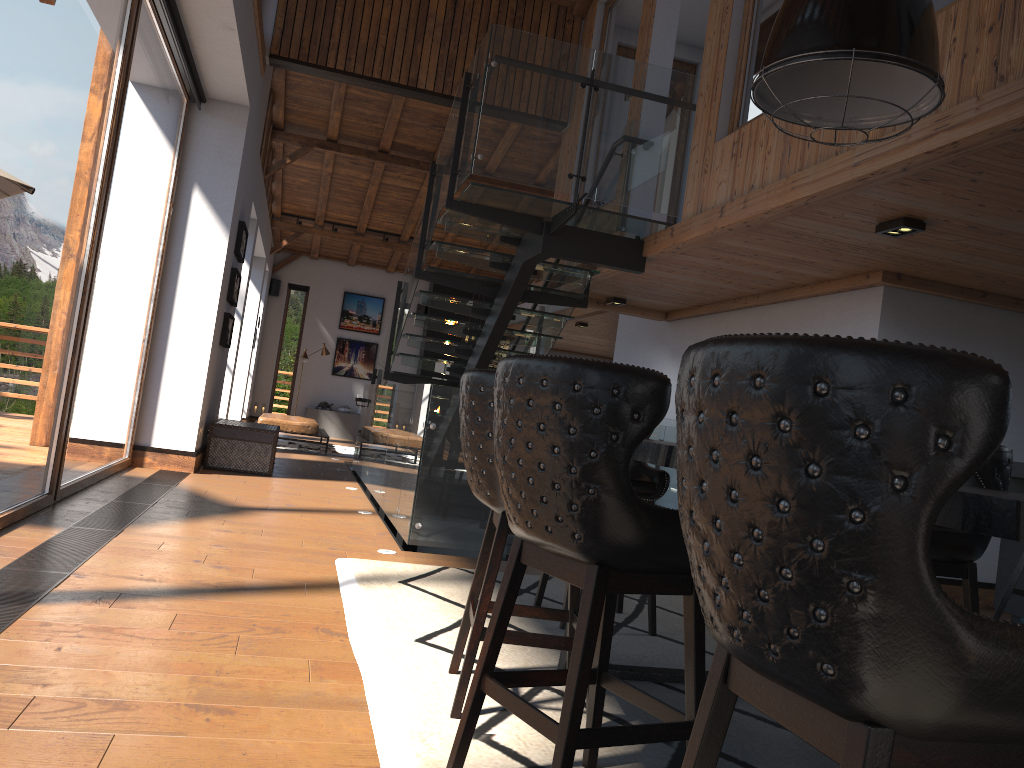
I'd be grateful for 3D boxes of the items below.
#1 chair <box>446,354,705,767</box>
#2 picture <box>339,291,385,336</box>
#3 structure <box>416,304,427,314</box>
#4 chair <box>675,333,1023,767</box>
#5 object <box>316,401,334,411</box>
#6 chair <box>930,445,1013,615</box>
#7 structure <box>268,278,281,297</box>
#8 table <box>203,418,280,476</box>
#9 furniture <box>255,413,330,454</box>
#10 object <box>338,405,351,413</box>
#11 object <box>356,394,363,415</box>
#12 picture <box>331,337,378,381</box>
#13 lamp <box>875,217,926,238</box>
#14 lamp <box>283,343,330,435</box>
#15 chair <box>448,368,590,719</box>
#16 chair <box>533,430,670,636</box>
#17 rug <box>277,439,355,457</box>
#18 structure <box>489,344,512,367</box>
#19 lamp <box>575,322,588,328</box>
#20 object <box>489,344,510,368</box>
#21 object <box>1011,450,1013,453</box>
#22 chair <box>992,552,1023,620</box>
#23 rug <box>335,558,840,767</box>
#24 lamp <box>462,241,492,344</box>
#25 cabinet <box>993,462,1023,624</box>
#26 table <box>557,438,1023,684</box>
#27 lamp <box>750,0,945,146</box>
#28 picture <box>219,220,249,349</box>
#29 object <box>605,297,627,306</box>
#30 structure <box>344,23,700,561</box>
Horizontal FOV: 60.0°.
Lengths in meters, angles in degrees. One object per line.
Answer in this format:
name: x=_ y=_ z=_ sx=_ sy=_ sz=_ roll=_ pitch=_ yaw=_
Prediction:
chair: x=0.173 y=0.506 z=2.126 sx=0.573 sy=1.093 sz=0.499 roll=10 pitch=-3 yaw=-30
picture: x=-3.225 y=-1.514 z=19.062 sx=0.884 sy=0.817 sz=0.035 roll=9 pitch=-3 yaw=-15
structure: x=-1.975 y=-1.563 z=19.315 sx=0.215 sy=0.350 sz=0.212 roll=9 pitch=-3 yaw=-14
chair: x=0.449 y=0.512 z=1.209 sx=0.571 sy=1.093 sz=0.501 roll=9 pitch=-3 yaw=-15
object: x=-3.910 y=0.455 z=18.571 sx=0.401 sy=0.183 sz=0.228 roll=7 pitch=-3 yaw=29
chair: x=1.540 y=0.745 z=3.385 sx=0.571 sy=1.093 sz=0.501 roll=9 pitch=-3 yaw=-15
structure: x=-4.957 y=-2.014 z=18.526 sx=0.215 sy=0.350 sz=0.212 roll=9 pitch=-3 yaw=-14
table: x=-2.897 y=0.665 z=9.596 sx=0.688 sy=0.470 sz=1.247 roll=9 pitch=-2 yaw=-14
furniture: x=-3.628 y=0.754 z=14.478 sx=1.181 sy=0.437 sz=2.743 roll=9 pitch=-2 yaw=-14
object: x=-3.535 y=0.525 z=18.690 sx=0.282 sy=0.161 sz=0.257 roll=9 pitch=-2 yaw=-12
object: x=-3.139 y=0.399 z=18.706 sx=0.422 sy=0.533 sz=0.262 roll=5 pitch=-4 yaw=45
picture: x=-3.365 y=-0.530 z=19.009 sx=0.884 sy=0.817 sz=0.035 roll=9 pitch=-3 yaw=-15
lamp: x=2.265 y=-0.918 z=5.170 sx=0.156 sy=0.068 sz=0.259 roll=9 pitch=-2 yaw=-14
lamp: x=-4.170 y=0.056 z=17.606 sx=0.526 sy=1.900 sz=1.324 roll=8 pitch=-3 yaw=7
chair: x=0.041 y=0.526 z=2.934 sx=0.569 sy=1.093 sz=0.502 roll=8 pitch=-3 yaw=-5
chair: x=0.440 y=0.625 z=4.374 sx=0.507 sy=1.093 sz=0.564 roll=9 pitch=-3 yaw=-15
rug: x=-2.362 y=1.132 z=14.604 sx=3.827 sy=0.053 sz=2.418 roll=9 pitch=-2 yaw=-14
structure: x=-0.461 y=0.285 z=19.509 sx=0.504 sy=2.619 sz=0.509 roll=9 pitch=-3 yaw=-14
lamp: x=1.190 y=-1.013 z=15.188 sx=0.156 sy=0.068 sz=0.259 roll=9 pitch=-2 yaw=-14
object: x=-0.470 y=0.290 z=19.516 sx=0.496 sy=2.614 sz=0.463 roll=9 pitch=-3 yaw=-14
object: x=3.210 y=0.465 z=5.766 sx=0.078 sy=0.081 sz=0.080 roll=7 pitch=-3 yaw=21
chair: x=3.052 y=1.145 z=4.975 sx=0.472 sy=0.840 sz=0.535 roll=9 pitch=-3 yaw=-14
rug: x=0.842 y=1.176 z=2.753 sx=2.565 sy=0.047 sz=5.598 roll=9 pitch=-2 yaw=-14
lamp: x=-0.652 y=-1.779 z=16.798 sx=0.263 sy=2.203 sz=0.796 roll=9 pitch=-3 yaw=-23
cabinet: x=3.886 y=1.084 z=3.675 sx=0.893 sy=1.104 sz=4.772 roll=9 pitch=-2 yaw=-14
table: x=0.924 y=0.716 z=2.450 sx=1.437 sy=0.950 sz=3.774 roll=9 pitch=-2 yaw=-14
lamp: x=1.428 y=-3.147 z=3.102 sx=0.615 sy=4.689 sz=0.627 roll=6 pitch=-4 yaw=31
picture: x=-2.996 y=-1.050 z=9.571 sx=0.059 sy=1.313 sz=0.769 roll=9 pitch=-3 yaw=-14
object: x=1.144 y=-0.910 z=9.750 sx=0.156 sy=0.068 sz=0.259 roll=9 pitch=-2 yaw=-14
structure: x=-2.136 y=0.526 z=7.123 sx=9.259 sy=6.404 sz=10.960 roll=9 pitch=-2 yaw=-14
